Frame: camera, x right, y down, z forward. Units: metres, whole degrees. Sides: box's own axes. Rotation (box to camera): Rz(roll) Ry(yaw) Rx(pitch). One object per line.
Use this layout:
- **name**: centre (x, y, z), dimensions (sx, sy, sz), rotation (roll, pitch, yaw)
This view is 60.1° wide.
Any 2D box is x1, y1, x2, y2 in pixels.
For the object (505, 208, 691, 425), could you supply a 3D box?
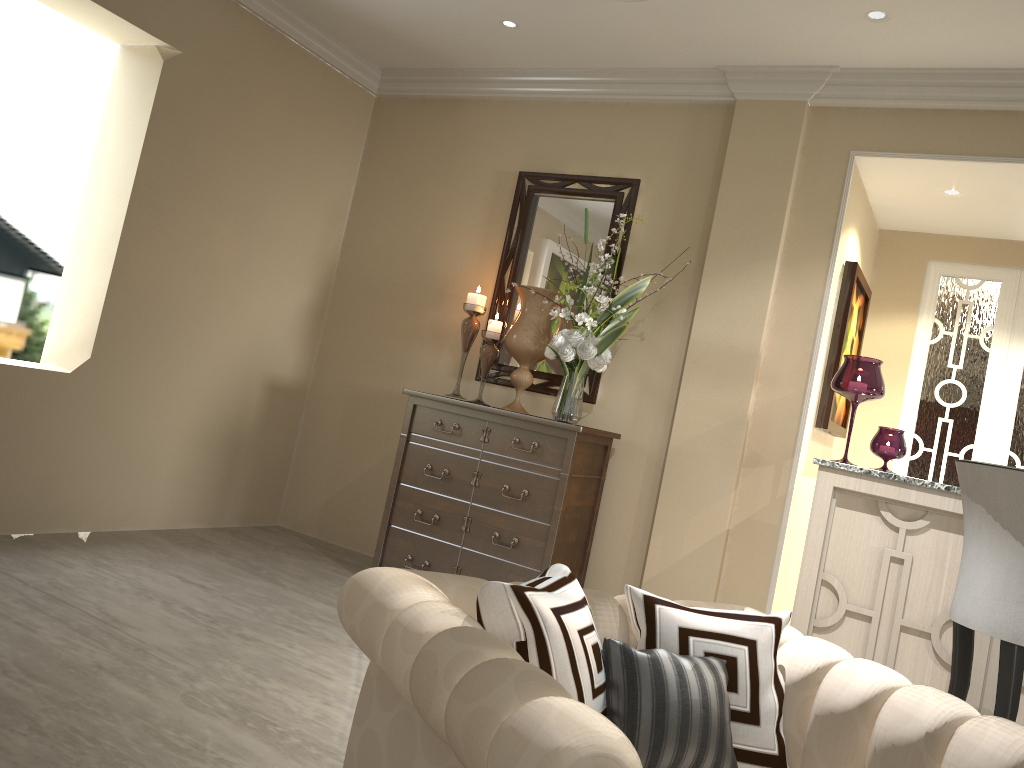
- **object**: centre (0.324, -0.257, 3.576), dimensions (0.563, 0.855, 0.601), rotation (9, -4, 41)

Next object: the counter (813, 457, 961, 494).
- **counter**: centre (2.091, 0.474, 2.527), dimensions (2.348, 0.021, 0.376), rotation (11, -2, 28)

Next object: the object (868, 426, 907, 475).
- **object**: centre (1.300, 0.230, 3.064), dimensions (0.120, 0.155, 0.118), rotation (10, -4, 33)

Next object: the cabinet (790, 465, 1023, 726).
- **cabinet**: centre (1.982, 0.899, 2.501), dimensions (2.267, 0.857, 0.348), rotation (11, -4, 28)

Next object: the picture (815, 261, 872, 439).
- **picture**: centre (1.448, -0.126, 3.845), dimensions (0.049, 0.696, 0.592), rotation (10, -4, 28)

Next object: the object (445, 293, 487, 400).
- **object**: centre (-0.199, -0.171, 3.896), dimensions (0.103, 0.472, 0.102), rotation (10, -4, 19)

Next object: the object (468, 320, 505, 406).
- **object**: centre (-0.106, -0.098, 3.835), dimensions (0.103, 0.375, 0.102), rotation (10, -4, 19)

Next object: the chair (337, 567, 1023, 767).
- **chair**: centre (0.201, 0.644, 1.261), dimensions (0.845, 0.555, 0.711), rotation (13, -3, -27)

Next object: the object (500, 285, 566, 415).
- **object**: centre (0.066, -0.139, 3.755), dimensions (0.222, 0.524, 0.220), rotation (10, -4, 23)

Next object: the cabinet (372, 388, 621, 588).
- **cabinet**: centre (-0.084, 0.511, 3.641), dimensions (0.827, 0.816, 0.424), rotation (10, -4, 28)

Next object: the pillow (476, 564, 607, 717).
- **pillow**: centre (0.052, 0.409, 1.275), dimensions (0.186, 0.252, 0.281), rotation (11, -3, 21)

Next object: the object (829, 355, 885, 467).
- **object**: centre (1.210, 0.096, 3.135), dimensions (0.181, 0.382, 0.179), rotation (9, -4, 33)

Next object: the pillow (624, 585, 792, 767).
- **pillow**: centre (0.318, 0.489, 1.442), dimensions (0.300, 0.270, 0.197), rotation (12, -3, -2)

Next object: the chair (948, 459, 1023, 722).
- **chair**: centre (1.317, 0.712, 2.220), dimensions (0.541, 0.955, 0.456), rotation (12, -4, -7)

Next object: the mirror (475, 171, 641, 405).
- **mirror**: centre (0.199, -0.450, 3.948), dimensions (0.603, 0.997, 0.035), rotation (10, -5, 28)

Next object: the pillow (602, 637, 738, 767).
- **pillow**: centre (0.232, 0.487, 1.294), dimensions (0.250, 0.187, 0.128), rotation (13, -4, -24)
